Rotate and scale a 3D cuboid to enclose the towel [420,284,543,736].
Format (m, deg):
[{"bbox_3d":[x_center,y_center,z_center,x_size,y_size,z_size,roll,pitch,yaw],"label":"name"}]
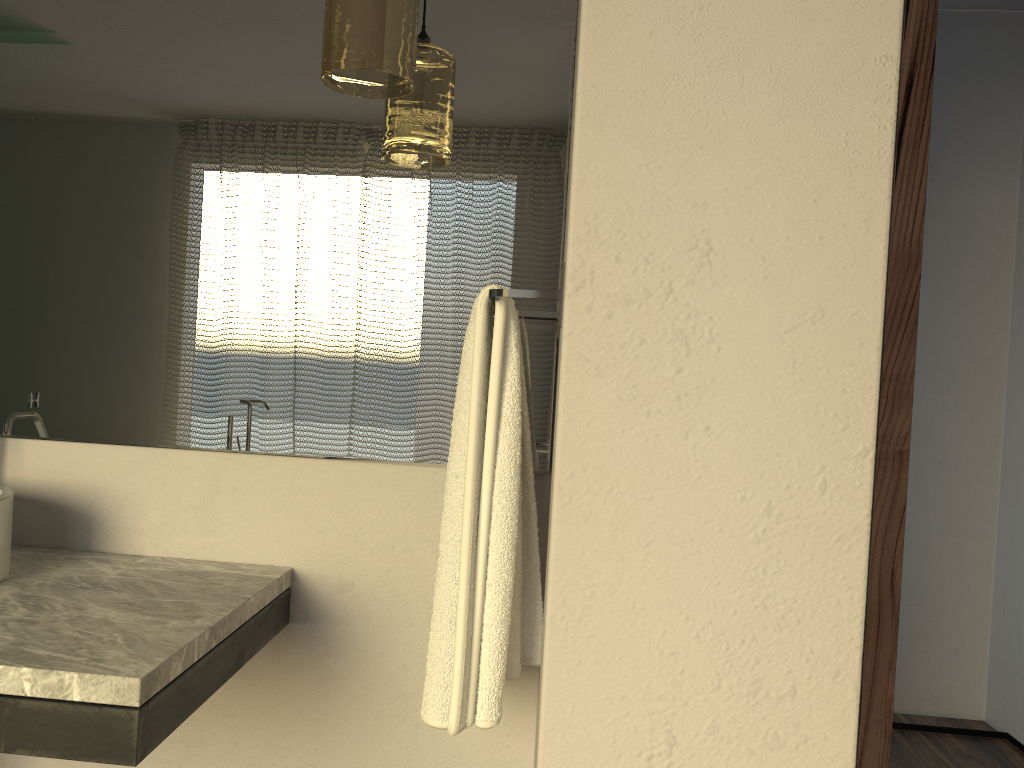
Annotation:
[{"bbox_3d":[-0.052,0.177,1.316,0.164,0.636,0.253,4,1,21],"label":"towel"}]

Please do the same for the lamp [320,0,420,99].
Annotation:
[{"bbox_3d":[-0.189,-0.876,1.306,0.135,0.867,0.142,3,1,-44],"label":"lamp"}]

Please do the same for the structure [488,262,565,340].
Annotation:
[{"bbox_3d":[0.027,-0.118,1.316,0.103,0.088,0.368,3,1,3],"label":"structure"}]

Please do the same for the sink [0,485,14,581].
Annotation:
[{"bbox_3d":[-0.968,0.233,1.359,0.352,0.131,0.362,3,1,-19],"label":"sink"}]

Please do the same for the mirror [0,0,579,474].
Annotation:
[{"bbox_3d":[-1.935,-0.538,1.717,4.097,1.152,0.017,3,1,5],"label":"mirror"}]

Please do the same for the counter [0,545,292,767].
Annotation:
[{"bbox_3d":[-1.537,0.316,1.399,2.269,0.101,0.584,3,1,5],"label":"counter"}]
